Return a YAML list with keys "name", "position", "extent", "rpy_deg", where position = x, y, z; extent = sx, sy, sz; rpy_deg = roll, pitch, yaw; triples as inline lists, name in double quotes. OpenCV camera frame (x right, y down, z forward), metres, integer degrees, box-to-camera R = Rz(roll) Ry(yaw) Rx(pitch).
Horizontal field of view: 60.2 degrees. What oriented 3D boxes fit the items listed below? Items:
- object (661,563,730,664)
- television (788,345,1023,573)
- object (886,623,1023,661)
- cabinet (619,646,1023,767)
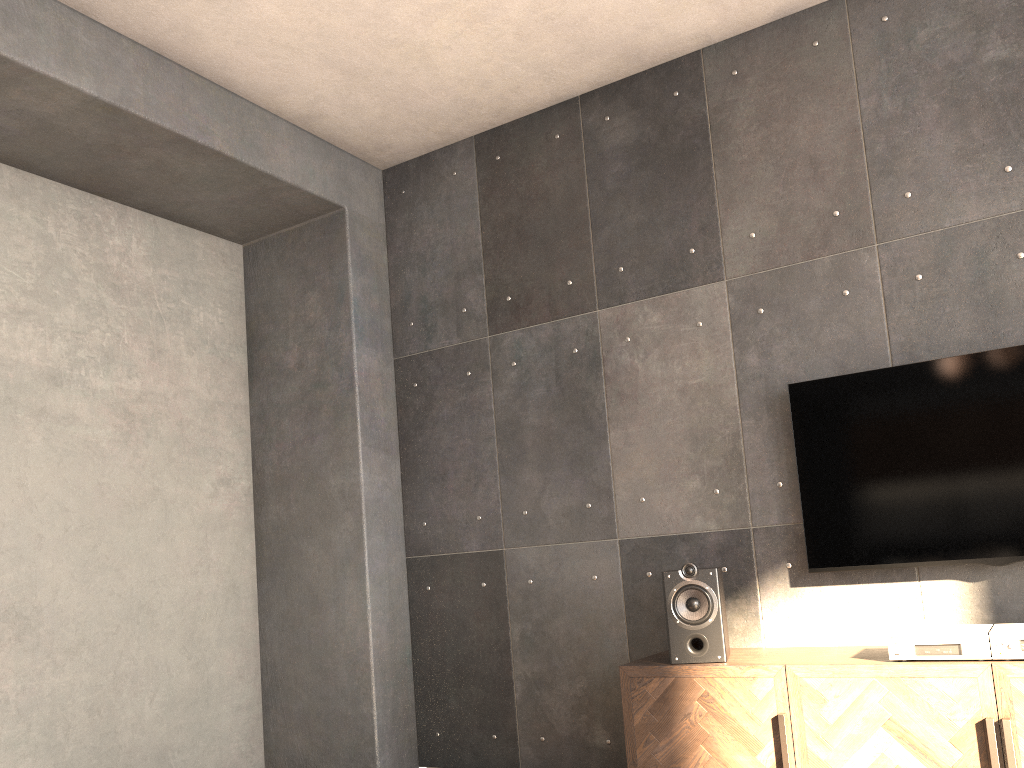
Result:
- name: "object"
  position: [0.676, 0.831, 3.239]
  extent: [0.199, 0.350, 0.251]
  rpy_deg: [-7, -9, 16]
- name: "television"
  position: [1.635, 0.258, 3.045]
  extent: [1.274, 0.728, 0.057]
  rpy_deg: [-11, -9, 31]
- name: "object"
  position: [1.495, 0.803, 2.746]
  extent: [0.577, 0.086, 0.272]
  rpy_deg: [-11, -13, 31]
- name: "cabinet"
  position: [1.556, 1.125, 2.770]
  extent: [2.424, 0.545, 0.544]
  rpy_deg: [-11, -11, 31]
